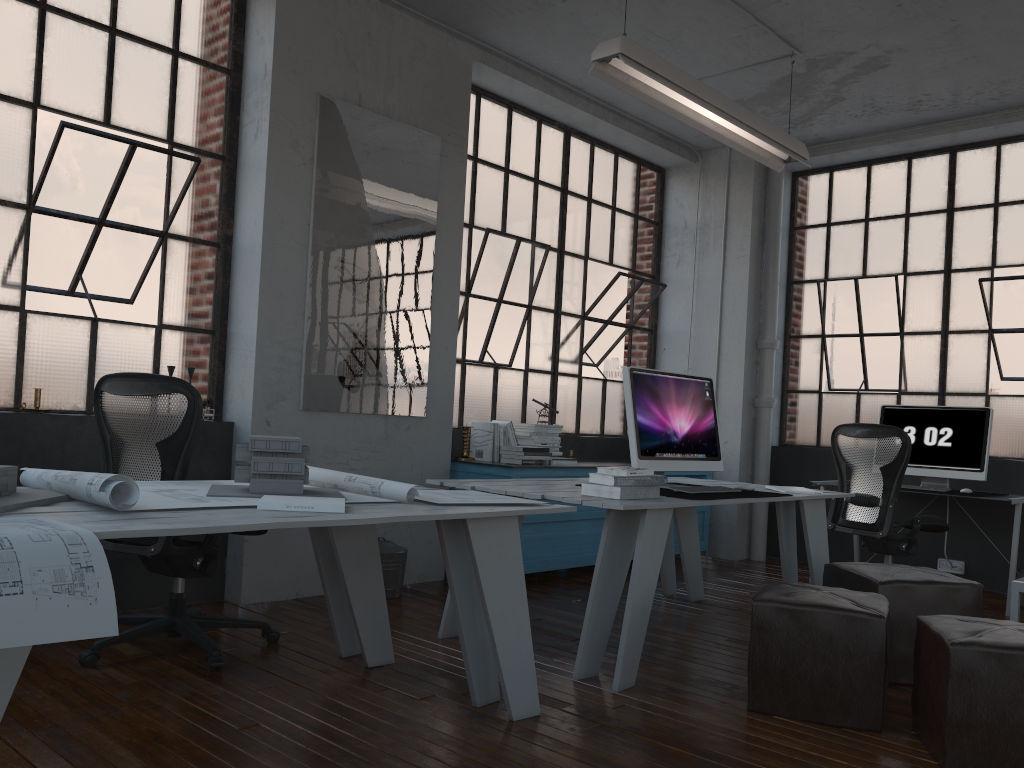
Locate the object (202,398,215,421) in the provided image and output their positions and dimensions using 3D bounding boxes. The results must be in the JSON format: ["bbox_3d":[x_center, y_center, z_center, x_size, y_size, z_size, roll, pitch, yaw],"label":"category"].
[{"bbox_3d":[-1.511,0.126,4.416,0.058,0.117,0.032,4,-1,-33],"label":"object"}]

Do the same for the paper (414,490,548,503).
[{"bbox_3d":[-0.185,0.390,3.081,0.429,0.001,0.484,5,-3,-36],"label":"paper"}]

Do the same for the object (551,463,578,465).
[{"bbox_3d":[0.273,0.509,5.713,0.187,0.014,0.253,1,-3,43],"label":"object"}]

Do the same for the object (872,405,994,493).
[{"bbox_3d":[2.726,0.413,5.832,0.714,0.552,0.377,1,-2,45],"label":"object"}]

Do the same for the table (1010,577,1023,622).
[{"bbox_3d":[2.677,1.048,3.565,0.972,0.444,0.992,1,-3,43],"label":"table"}]

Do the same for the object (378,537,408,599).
[{"bbox_3d":[-0.716,0.986,4.809,0.293,0.308,0.293,4,-2,-18],"label":"object"}]

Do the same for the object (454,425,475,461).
[{"bbox_3d":[-0.288,0.360,5.530,0.132,0.236,0.132,3,-1,10],"label":"object"}]

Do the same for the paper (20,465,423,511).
[{"bbox_3d":[-0.929,0.307,2.826,0.975,0.105,1.076,1,-3,43],"label":"paper"}]

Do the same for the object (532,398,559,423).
[{"bbox_3d":[0.223,0.181,5.929,0.177,0.161,0.093,3,-1,11],"label":"object"}]

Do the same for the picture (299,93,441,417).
[{"bbox_3d":[-0.758,-0.659,4.898,0.025,1.649,0.854,2,-2,43],"label":"picture"}]

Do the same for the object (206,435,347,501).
[{"bbox_3d":[-0.766,0.265,2.900,0.416,0.182,0.389,4,-2,-16],"label":"object"}]

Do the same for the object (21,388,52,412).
[{"bbox_3d":[-2.073,0.069,3.872,0.124,0.100,0.124,4,-2,-24],"label":"object"}]

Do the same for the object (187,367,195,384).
[{"bbox_3d":[-1.591,0.049,4.374,0.085,0.259,0.085,3,-1,7],"label":"object"}]

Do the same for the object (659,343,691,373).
[{"bbox_3d":[1.259,0.150,6.802,0.433,0.939,0.232,3,-1,25],"label":"object"}]

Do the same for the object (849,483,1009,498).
[{"bbox_3d":[2.708,0.696,5.827,0.848,0.008,0.688,1,-4,45],"label":"object"}]

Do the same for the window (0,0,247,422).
[{"bbox_3d":[-2.327,-1.023,3.696,0.669,2.389,2.593,2,-2,43],"label":"window"}]

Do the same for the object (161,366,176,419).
[{"bbox_3d":[-1.667,0.042,4.317,0.085,0.259,0.085,3,-1,7],"label":"object"}]

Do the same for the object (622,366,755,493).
[{"bbox_3d":[0.831,0.219,4.183,0.377,0.552,0.715,2,-2,45],"label":"object"}]

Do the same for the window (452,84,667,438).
[{"bbox_3d":[0.347,-0.754,6.539,0.669,2.389,2.593,2,-2,43],"label":"window"}]

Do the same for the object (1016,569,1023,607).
[{"bbox_3d":[3.205,1.244,5.435,0.107,0.280,0.293,4,-2,-21],"label":"object"}]

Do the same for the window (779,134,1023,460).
[{"bbox_3d":[3.186,-0.602,6.502,2.589,2.389,0.670,1,-2,43],"label":"window"}]

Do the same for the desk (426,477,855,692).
[{"bbox_3d":[0.700,0.850,4.302,1.074,0.704,2.079,1,-3,43],"label":"desk"}]

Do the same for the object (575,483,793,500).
[{"bbox_3d":[0.817,0.502,4.175,0.687,0.008,0.849,1,-4,45],"label":"object"}]

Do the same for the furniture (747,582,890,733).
[{"bbox_3d":[1.123,0.976,3.241,0.480,0.439,0.480,2,-2,22],"label":"furniture"}]

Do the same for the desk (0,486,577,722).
[{"bbox_3d":[-0.888,0.687,2.613,1.064,0.697,2.059,1,-3,43],"label":"desk"}]

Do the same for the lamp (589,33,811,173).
[{"bbox_3d":[1.056,-1.437,4.604,0.202,0.205,1.879,1,-3,43],"label":"lamp"}]

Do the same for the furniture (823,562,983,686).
[{"bbox_3d":[1.657,1.019,3.812,0.503,0.460,0.503,3,-2,-8],"label":"furniture"}]

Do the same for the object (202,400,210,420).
[{"bbox_3d":[-1.556,0.134,4.477,0.058,0.102,0.032,3,-1,-12],"label":"object"}]

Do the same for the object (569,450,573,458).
[{"bbox_3d":[0.402,0.494,6.023,0.088,0.084,0.088,5,-2,-42],"label":"object"}]

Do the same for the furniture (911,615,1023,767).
[{"bbox_3d":[1.553,0.984,2.804,0.471,0.431,0.471,3,-2,12],"label":"furniture"}]

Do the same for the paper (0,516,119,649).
[{"bbox_3d":[-1.058,0.379,1.708,0.434,0.183,0.440,1,-3,42],"label":"paper"}]

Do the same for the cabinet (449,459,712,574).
[{"bbox_3d":[0.532,0.914,6.138,0.626,0.732,2.265,2,-3,43],"label":"cabinet"}]

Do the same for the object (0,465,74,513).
[{"bbox_3d":[-1.403,0.140,2.128,0.434,0.305,0.736,3,-2,-2],"label":"object"}]
